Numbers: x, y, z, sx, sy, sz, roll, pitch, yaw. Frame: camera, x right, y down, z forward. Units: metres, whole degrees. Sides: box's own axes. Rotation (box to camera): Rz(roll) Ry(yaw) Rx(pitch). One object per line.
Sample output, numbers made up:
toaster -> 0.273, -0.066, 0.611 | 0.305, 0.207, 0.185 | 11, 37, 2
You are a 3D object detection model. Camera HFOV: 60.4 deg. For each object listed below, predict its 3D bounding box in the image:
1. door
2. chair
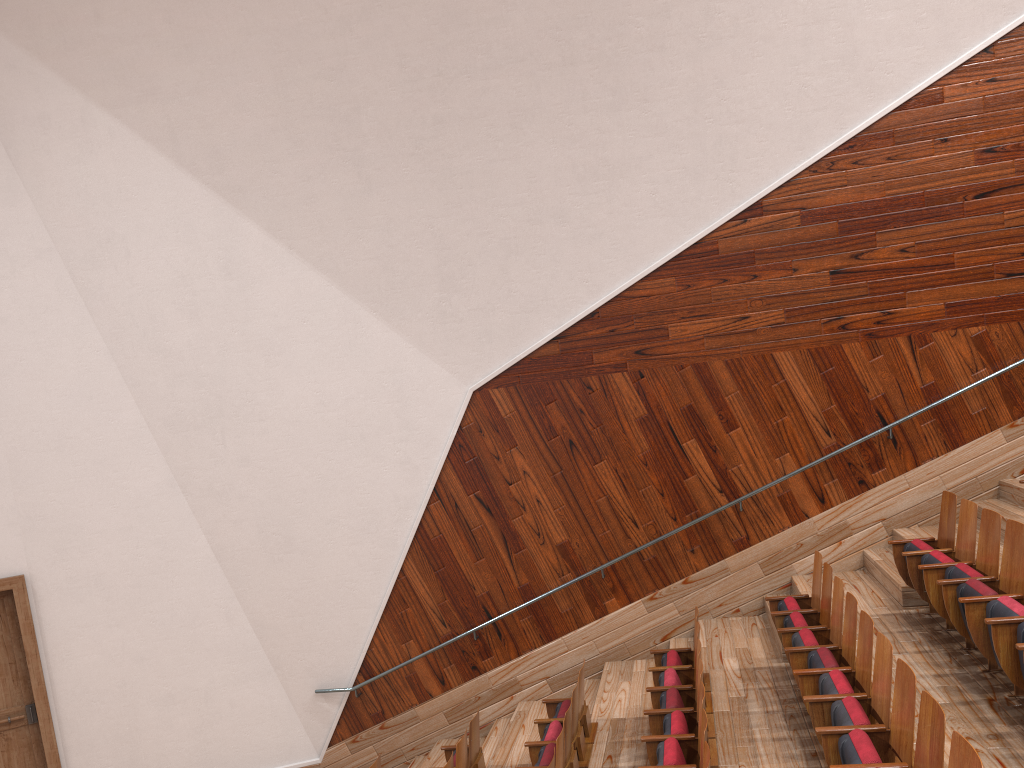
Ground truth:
door -> -0.471, 0.292, 0.748 | 0.138, 0.242, 0.024 | -10, 7, -27
chair -> 0.120, 0.139, 0.016 | 0.772, 0.376, 1.171 | -7, 0, 11
